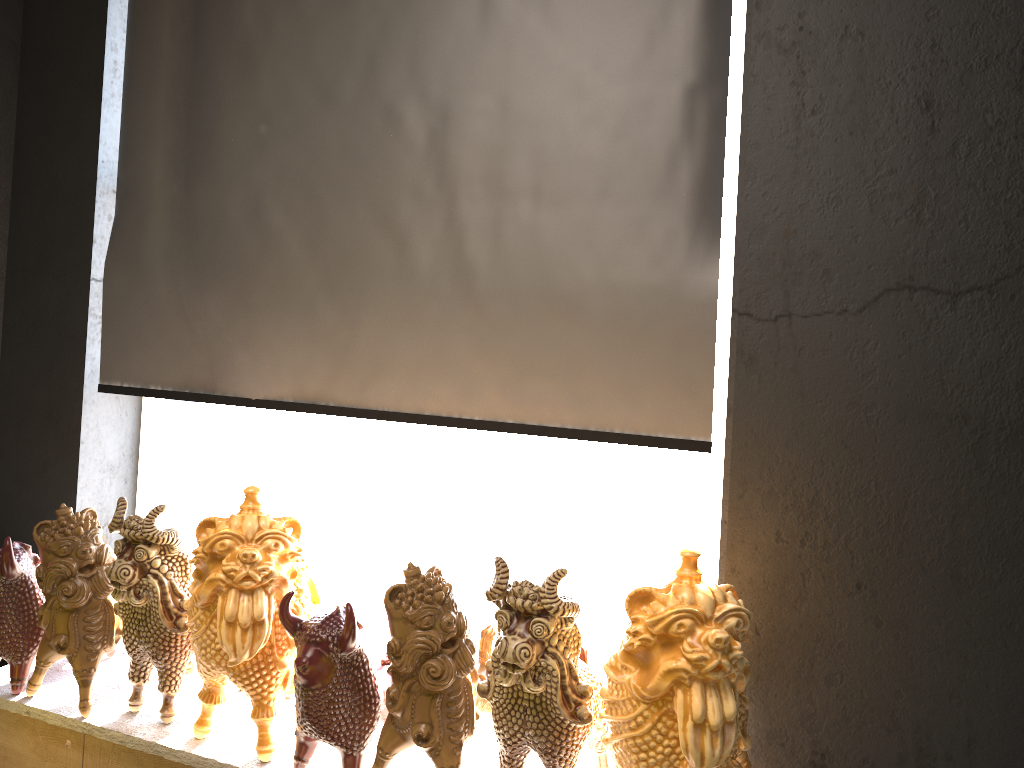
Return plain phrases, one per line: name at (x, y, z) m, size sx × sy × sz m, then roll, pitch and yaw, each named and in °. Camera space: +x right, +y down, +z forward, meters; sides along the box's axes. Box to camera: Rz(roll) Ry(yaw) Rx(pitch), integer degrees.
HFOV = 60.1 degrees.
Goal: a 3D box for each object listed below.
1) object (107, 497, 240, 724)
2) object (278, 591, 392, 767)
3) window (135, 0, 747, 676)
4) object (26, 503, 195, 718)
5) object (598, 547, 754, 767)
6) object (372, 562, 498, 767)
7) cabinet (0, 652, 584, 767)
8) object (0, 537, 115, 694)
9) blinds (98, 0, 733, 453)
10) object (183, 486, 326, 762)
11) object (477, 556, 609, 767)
object at (-0.918, 0.585, 2.396) m, size 0.272 × 0.580 × 0.429 m, roll 3°, pitch 0°, yaw 15°
object at (-0.370, 0.695, 2.147) m, size 0.220 × 0.441 × 0.462 m, roll 3°, pitch 1°, yaw 27°
window at (-0.333, -0.733, 3.056) m, size 2.312 × 3.170 × 0.051 m, roll 3°, pitch -1°, yaw 22°
object at (-1.111, 0.596, 2.508) m, size 0.249 × 0.546 × 0.474 m, roll 3°, pitch 0°, yaw 30°
object at (0.362, 0.647, 1.852) m, size 0.308 × 0.655 × 0.468 m, roll 3°, pitch 0°, yaw 27°
object at (-0.122, 0.671, 2.097) m, size 0.249 × 0.546 × 0.474 m, roll 3°, pitch 0°, yaw 30°
cabinet at (-0.233, 1.189, 2.118) m, size 2.734 × 0.530 × 0.404 m, roll 4°, pitch 1°, yaw 23°
object at (-1.358, 0.619, 2.557) m, size 0.220 × 0.441 × 0.462 m, roll 3°, pitch 1°, yaw 27°
blinds at (-3.034, -0.989, 3.362) m, size 12.742 × 3.311 × 3.516 m, roll 6°, pitch 3°, yaw 43°
object at (-0.626, 0.572, 2.263) m, size 0.308 × 0.655 × 0.468 m, roll 3°, pitch 0°, yaw 27°
object at (0.070, 0.660, 1.985) m, size 0.272 × 0.580 × 0.429 m, roll 3°, pitch 0°, yaw 15°
